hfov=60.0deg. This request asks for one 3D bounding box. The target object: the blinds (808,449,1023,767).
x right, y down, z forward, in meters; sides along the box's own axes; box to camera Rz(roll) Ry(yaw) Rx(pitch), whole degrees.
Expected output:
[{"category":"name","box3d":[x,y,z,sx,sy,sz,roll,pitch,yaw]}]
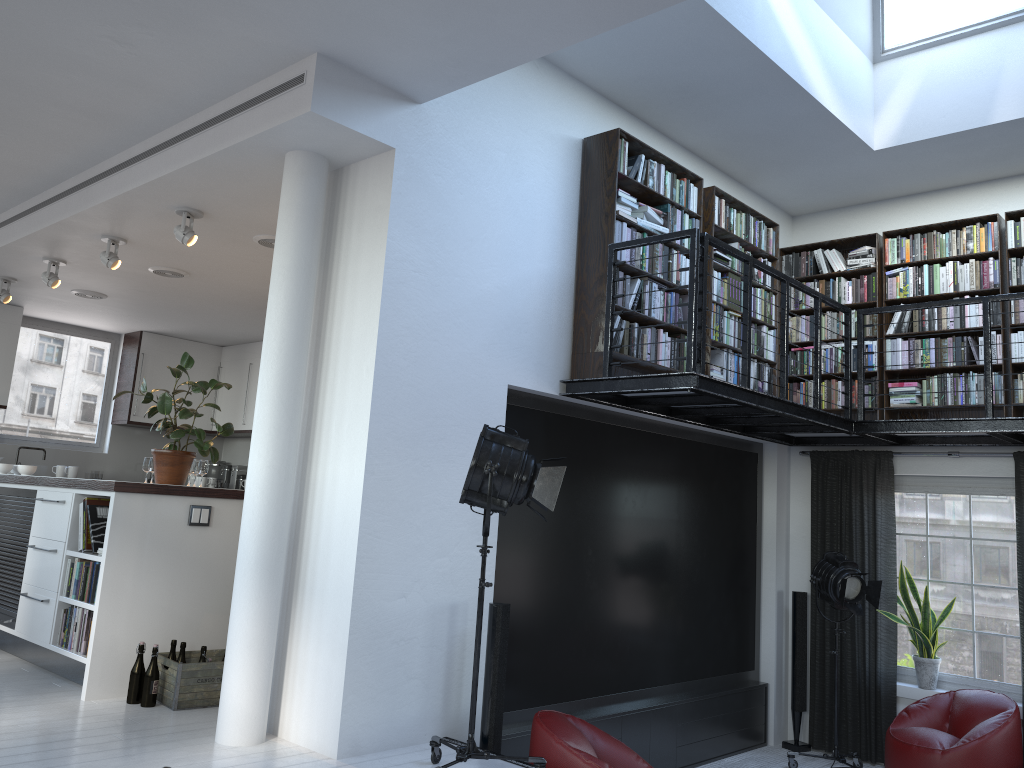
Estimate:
[{"category":"blinds","box3d":[3.358,1.672,6.472,2.504,2.401,0.124,-5,-13,42]}]

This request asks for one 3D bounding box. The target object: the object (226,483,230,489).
[{"category":"object","box3d":[-3.519,1.269,10.892,0.093,0.099,0.093,9,-11,-30]}]

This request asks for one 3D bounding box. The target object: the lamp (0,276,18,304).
[{"category":"lamp","box3d":[-4.726,-0.866,8.249,0.182,0.240,0.182,13,-13,-43]}]

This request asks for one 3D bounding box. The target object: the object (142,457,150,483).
[{"category":"object","box3d":[-2.995,0.714,7.273,0.082,0.224,0.082,6,-10,-10]}]

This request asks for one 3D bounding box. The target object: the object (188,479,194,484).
[{"category":"object","box3d":[-4.002,1.227,11.155,0.153,0.063,0.152,7,-9,-17]}]

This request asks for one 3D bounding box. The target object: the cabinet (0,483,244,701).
[{"category":"cabinet","box3d":[-3.355,1.371,6.867,4.163,1.179,1.493,-4,-12,42]}]

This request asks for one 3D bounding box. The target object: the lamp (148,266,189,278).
[{"category":"lamp","box3d":[-2.938,-0.953,7.586,0.327,0.025,0.328,11,-11,-41]}]

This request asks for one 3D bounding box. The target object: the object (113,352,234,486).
[{"category":"object","box3d":[-2.255,0.226,5.929,0.775,0.897,0.434,2,-10,11]}]

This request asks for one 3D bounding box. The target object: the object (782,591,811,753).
[{"category":"object","box3d":[2.305,2.306,7.162,0.157,1.229,0.157,10,-12,-31]}]

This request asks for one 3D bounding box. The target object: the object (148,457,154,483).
[{"category":"object","box3d":[-2.920,0.709,7.203,0.082,0.224,0.082,-3,-12,34]}]

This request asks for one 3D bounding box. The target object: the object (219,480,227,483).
[{"category":"object","box3d":[-3.516,1.219,10.757,0.093,0.099,0.093,9,-11,-30]}]

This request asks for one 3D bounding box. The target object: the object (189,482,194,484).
[{"category":"object","box3d":[-4.004,1.257,11.151,0.153,0.074,0.152,12,-12,-43]}]

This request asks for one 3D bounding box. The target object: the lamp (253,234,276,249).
[{"category":"lamp","box3d":[-1.723,-1.032,6.470,0.328,0.025,0.327,-3,-11,41]}]

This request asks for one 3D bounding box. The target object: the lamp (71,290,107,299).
[{"category":"lamp","box3d":[-4.153,-0.874,8.700,0.328,0.025,0.326,1,-9,18]}]

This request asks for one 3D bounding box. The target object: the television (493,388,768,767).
[{"category":"television","box3d":[0.958,1.455,6.170,0.116,2.443,3.337,-6,-13,43]}]

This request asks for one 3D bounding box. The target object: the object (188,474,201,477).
[{"category":"object","box3d":[-4.002,1.166,11.167,0.153,0.060,0.152,-4,-12,43]}]

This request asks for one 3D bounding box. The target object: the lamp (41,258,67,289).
[{"category":"lamp","box3d":[-3.871,-0.922,7.464,0.182,0.240,0.182,13,-13,-43]}]

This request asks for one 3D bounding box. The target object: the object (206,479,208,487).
[{"category":"object","box3d":[-3.798,1.248,11.082,0.109,0.153,0.137,3,-10,7]}]

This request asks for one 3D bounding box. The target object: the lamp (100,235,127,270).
[{"category":"lamp","box3d":[-3.016,-0.977,6.680,0.182,0.240,0.182,13,-13,-43]}]

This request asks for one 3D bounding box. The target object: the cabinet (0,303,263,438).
[{"category":"cabinet","box3d":[-3.754,0.395,6.753,7.287,3.021,7.194,-4,-12,43]}]

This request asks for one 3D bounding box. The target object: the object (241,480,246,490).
[{"category":"object","box3d":[-3.191,1.232,10.689,0.138,0.153,0.108,8,-11,-24]}]

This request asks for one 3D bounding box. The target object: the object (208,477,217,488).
[{"category":"object","box3d":[-3.708,1.238,10.972,0.138,0.153,0.108,-5,-13,42]}]

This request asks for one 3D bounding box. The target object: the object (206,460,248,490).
[{"category":"object","box3d":[-3.537,1.159,11.130,0.873,0.377,0.242,-3,-12,39]}]

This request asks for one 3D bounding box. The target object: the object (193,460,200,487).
[{"category":"object","box3d":[-2.529,0.719,7.089,0.082,0.224,0.082,2,-10,8]}]

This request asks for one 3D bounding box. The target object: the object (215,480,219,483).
[{"category":"object","box3d":[-3.592,1.225,10.830,0.093,0.099,0.093,9,-11,-30]}]

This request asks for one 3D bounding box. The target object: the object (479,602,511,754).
[{"category":"object","box3d":[-0.118,1.768,4.593,0.157,1.229,0.156,-1,-11,24]}]

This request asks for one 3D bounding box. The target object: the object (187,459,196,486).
[{"category":"object","box3d":[-2.533,0.702,6.970,0.082,0.224,0.082,6,-10,-13]}]

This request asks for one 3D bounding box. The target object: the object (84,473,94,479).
[{"category":"object","box3d":[-4.814,1.062,10.078,0.094,0.099,0.093,-1,-10,26]}]

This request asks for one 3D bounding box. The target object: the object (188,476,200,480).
[{"category":"object","box3d":[-4.002,1.195,11.162,0.154,0.075,0.152,2,-9,11]}]

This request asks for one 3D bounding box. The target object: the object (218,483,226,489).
[{"category":"object","box3d":[-3.518,1.248,10.751,0.093,0.099,0.093,9,-11,-30]}]

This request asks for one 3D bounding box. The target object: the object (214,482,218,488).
[{"category":"object","box3d":[-3.594,1.253,10.822,0.093,0.099,0.093,9,-11,-30]}]

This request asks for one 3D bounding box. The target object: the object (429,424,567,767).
[{"category":"object","box3d":[-0.052,0.977,4.025,0.544,1.589,0.607,4,-10,-3]}]

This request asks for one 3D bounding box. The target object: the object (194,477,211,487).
[{"category":"object","box3d":[-3.846,1.225,10.949,0.249,0.153,0.134,-5,-13,44]}]

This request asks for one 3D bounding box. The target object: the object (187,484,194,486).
[{"category":"object","box3d":[-4.006,1.293,11.147,0.153,0.056,0.152,4,-9,-4]}]

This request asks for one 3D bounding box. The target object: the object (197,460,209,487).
[{"category":"object","box3d":[-2.455,0.714,7.022,0.082,0.224,0.082,10,-12,-32]}]

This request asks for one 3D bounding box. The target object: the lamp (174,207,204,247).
[{"category":"lamp","box3d":[-2.161,-1.033,5.896,0.182,0.240,0.182,13,-13,-43]}]
